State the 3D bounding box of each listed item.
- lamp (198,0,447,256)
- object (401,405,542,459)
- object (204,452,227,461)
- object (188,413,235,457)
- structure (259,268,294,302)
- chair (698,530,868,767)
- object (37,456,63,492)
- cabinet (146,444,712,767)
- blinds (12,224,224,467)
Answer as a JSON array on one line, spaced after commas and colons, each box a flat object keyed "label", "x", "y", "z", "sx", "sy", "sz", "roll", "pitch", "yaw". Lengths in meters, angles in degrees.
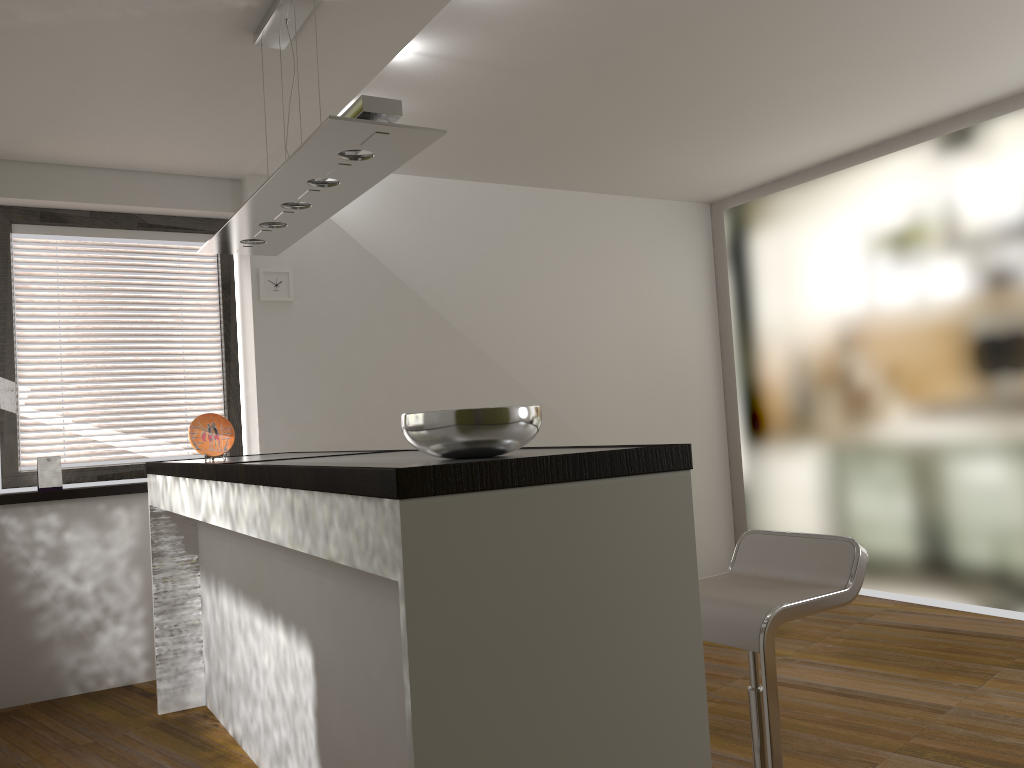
[{"label": "lamp", "x": -0.755, "y": -0.944, "z": 3.030, "sx": 0.326, "sy": 0.683, "sz": 1.677, "roll": -2, "pitch": -3, "yaw": -30}, {"label": "object", "x": -0.087, "y": 0.110, "z": 1.962, "sx": 0.311, "sy": 0.105, "sz": 0.311, "roll": -3, "pitch": -3, "yaw": -17}, {"label": "object", "x": -1.200, "y": 0.241, "z": 3.553, "sx": 0.088, "sy": 0.131, "sz": 0.072, "roll": -2, "pitch": -3, "yaw": -35}, {"label": "object", "x": -1.203, "y": 0.204, "z": 3.555, "sx": 0.184, "sy": 0.178, "sz": 0.055, "roll": -2, "pitch": -3, "yaw": -34}, {"label": "structure", "x": -1.308, "y": -0.549, "z": 4.921, "sx": 0.180, "sy": 0.180, "sz": 0.026, "roll": -2, "pitch": -3, "yaw": -30}, {"label": "chair", "x": 0.642, "y": 0.835, "z": 2.273, "sx": 0.460, "sy": 0.857, "sz": 0.418, "roll": -2, "pitch": -3, "yaw": -35}, {"label": "object", "x": -2.306, "y": 0.447, "z": 4.423, "sx": 0.106, "sy": 0.169, "sz": 0.057, "roll": -2, "pitch": -3, "yaw": -36}, {"label": "cabinet", "x": -0.615, "y": 0.806, "z": 2.923, "sx": 0.663, "sy": 1.134, "sz": 2.947, "roll": -2, "pitch": -3, "yaw": -30}, {"label": "blinds", "x": -6.234, "y": -2.413, "z": 6.015, "sx": 9.030, "sy": 12.704, "sz": 16.000, "roll": -4, "pitch": -3, "yaw": 9}]
